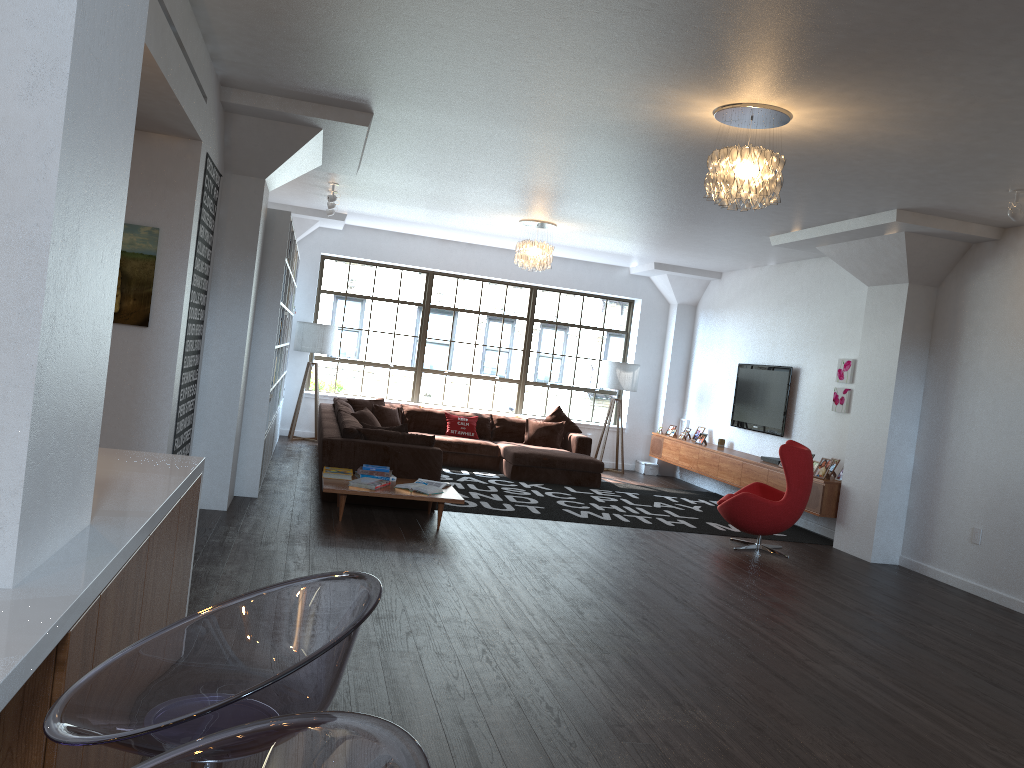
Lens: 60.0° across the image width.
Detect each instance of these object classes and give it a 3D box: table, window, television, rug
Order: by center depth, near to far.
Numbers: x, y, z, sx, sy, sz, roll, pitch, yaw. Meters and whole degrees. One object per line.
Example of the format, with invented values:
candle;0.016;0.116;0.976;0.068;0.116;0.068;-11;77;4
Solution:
table;-1.014;0.965;7.300;1.100;0.271;0.853;7;2;-13
rug;0.954;1.278;9.833;4.200;0.007;3.100;7;2;-11
television;3.015;0.173;10.796;0.013;0.816;1.324;7;2;-13
window;-0.537;-0.577;13.048;4.648;1.905;0.114;7;2;-13

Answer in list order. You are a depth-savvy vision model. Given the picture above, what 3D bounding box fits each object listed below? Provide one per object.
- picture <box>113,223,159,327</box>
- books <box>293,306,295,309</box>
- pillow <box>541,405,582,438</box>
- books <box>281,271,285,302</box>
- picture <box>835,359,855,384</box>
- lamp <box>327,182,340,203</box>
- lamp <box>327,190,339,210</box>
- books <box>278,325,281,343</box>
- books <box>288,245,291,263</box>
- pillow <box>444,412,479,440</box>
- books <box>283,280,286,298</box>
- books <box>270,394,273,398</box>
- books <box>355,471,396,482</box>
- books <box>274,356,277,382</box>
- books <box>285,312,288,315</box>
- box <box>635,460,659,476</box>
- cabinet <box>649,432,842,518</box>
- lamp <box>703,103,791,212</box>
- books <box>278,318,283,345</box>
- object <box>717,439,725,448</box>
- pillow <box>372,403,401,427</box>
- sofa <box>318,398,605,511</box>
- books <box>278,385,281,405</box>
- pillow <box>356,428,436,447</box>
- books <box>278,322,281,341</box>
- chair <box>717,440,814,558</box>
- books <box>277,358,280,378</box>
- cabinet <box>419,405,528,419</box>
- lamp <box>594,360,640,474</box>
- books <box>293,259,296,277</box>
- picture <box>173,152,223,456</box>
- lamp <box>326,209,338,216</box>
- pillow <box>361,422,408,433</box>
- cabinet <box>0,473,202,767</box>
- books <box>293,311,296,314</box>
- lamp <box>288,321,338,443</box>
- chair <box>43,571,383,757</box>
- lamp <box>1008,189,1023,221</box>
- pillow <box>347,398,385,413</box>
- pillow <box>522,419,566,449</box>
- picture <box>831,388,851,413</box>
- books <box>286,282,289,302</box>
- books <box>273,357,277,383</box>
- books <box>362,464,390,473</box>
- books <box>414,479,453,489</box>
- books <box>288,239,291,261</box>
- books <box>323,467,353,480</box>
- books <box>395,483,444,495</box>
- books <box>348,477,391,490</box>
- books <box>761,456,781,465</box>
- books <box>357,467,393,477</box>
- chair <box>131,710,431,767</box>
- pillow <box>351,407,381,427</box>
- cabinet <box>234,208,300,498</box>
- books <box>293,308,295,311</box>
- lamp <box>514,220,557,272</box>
picture;-2.387;-0.669;5.316;0.450;0.600;0.030;7;2;-13
books;-2.978;-1.017;11.534;0.254;0.032;0.174;8;2;22
pillow;0.596;0.581;11.932;0.651;0.587;0.335;6;2;-34
books;-2.097;-0.868;7.784;0.176;0.290;0.053;7;2;-13
picture;3.467;-0.136;9.232;0.030;0.250;0.250;7;2;-13
lamp;-1.846;-1.966;9.139;0.111;0.211;0.120;8;2;21
lamp;-1.956;-1.993;9.633;0.111;0.211;0.120;8;2;36
books;-2.291;-0.503;8.405;0.174;0.239;0.045;7;2;-13
books;-2.217;-1.257;8.467;0.182;0.255;0.077;7;2;-13
pillow;-0.657;0.552;11.606;0.465;0.308;0.220;7;2;-17
books;-2.285;-0.912;8.550;0.176;0.291;0.053;7;2;-13
books;-2.189;0.093;7.648;0.223;0.027;0.161;7;1;-3
books;-1.164;0.784;7.543;0.312;0.037;0.216;6;2;-23
books;-2.378;-0.150;8.580;0.183;0.253;0.034;7;2;-13
books;-2.362;-0.717;8.827;0.223;0.027;0.161;7;1;-3
box;1.999;1.242;13.140;0.228;0.165;0.368;7;2;-13
cabinet;2.739;1.023;10.847;0.459;0.350;4.501;7;2;-13
lamp;1.356;-1.289;5.136;0.441;0.539;0.442;8;2;30
books;-2.302;-0.513;8.478;0.182;0.253;0.034;7;2;-13
object;2.727;0.771;11.548;0.089;0.110;0.089;8;2;32
pillow;-1.603;0.427;11.245;0.489;0.337;0.238;6;2;-43
sofa;-0.428;0.769;10.021;3.481;0.664;4.197;7;2;-13
books;-2.824;0.128;10.419;0.183;0.253;0.034;7;2;-13
pillow;-1.072;0.594;8.072;0.750;0.364;0.289;7;2;-14
books;-2.270;-0.504;8.307;0.182;0.253;0.034;7;2;-13
chair;2.284;0.988;8.039;0.801;1.006;0.798;7;2;13
books;-2.480;-0.175;9.071;0.183;0.253;0.034;7;2;-13
cabinet;-0.574;0.704;12.551;1.520;0.625;0.350;7;2;-13
lamp;1.482;0.473;12.821;0.545;1.579;0.545;7;1;-2
books;-2.676;-1.369;10.523;0.183;0.253;0.034;7;2;-13
picture;-2.163;-0.312;6.052;0.021;2.380;0.800;7;2;-12
lamp;-2.067;-2.020;10.138;0.120;0.211;0.111;6;2;-39
pillow;-1.161;0.534;8.322;0.559;0.411;0.269;8;2;33
cabinet;-1.250;0.819;1.302;0.898;0.796;4.493;7;2;-13
books;-2.990;-0.951;11.540;0.284;0.035;0.197;8;2;17
lamp;-2.717;-0.029;11.969;0.545;1.579;0.545;6;2;-24
chair;-0.509;0.805;1.418;0.481;1.014;0.530;7;2;-11
lamp;3.455;-1.224;6.077;0.111;0.211;0.120;8;2;21
pillow;-1.807;0.382;11.296;0.580;0.418;0.334;6;2;-40
pillow;0.422;0.648;11.728;0.542;0.362;0.248;7;2;8
picture;3.429;0.169;9.240;0.030;0.250;0.250;7;2;-13
books;-2.446;-0.948;9.261;0.197;0.283;0.065;7;2;-13
books;-2.349;-0.143;8.447;0.183;0.253;0.034;7;2;-13
books;-1.155;0.718;7.543;0.224;0.027;0.157;7;1;-8
books;-0.678;0.844;7.585;0.256;0.035;0.350;7;2;13
books;-2.171;-1.244;8.284;0.182;0.253;0.098;7;2;-13
books;-1.458;0.747;7.415;0.241;0.045;0.334;7;2;-11
books;-0.753;0.844;7.215;0.342;0.040;0.231;8;2;27
books;-1.145;0.798;7.136;0.236;0.035;0.340;7;2;12
books;3.027;0.881;10.043;0.250;0.053;0.400;7;2;-13
books;-1.164;0.748;7.545;0.279;0.035;0.191;7;1;-3
chair;-0.372;0.838;0.803;0.481;1.014;0.530;7;2;-15
pillow;-1.577;0.468;9.692;0.325;0.391;0.625;7;1;4
cabinet;-2.698;-0.385;9.565;0.461;2.414;4.500;7;2;-13
books;-2.986;-0.985;11.539;0.284;0.033;0.197;7;1;2
lamp;0.262;-1.555;10.071;0.441;0.539;0.442;8;2;30
